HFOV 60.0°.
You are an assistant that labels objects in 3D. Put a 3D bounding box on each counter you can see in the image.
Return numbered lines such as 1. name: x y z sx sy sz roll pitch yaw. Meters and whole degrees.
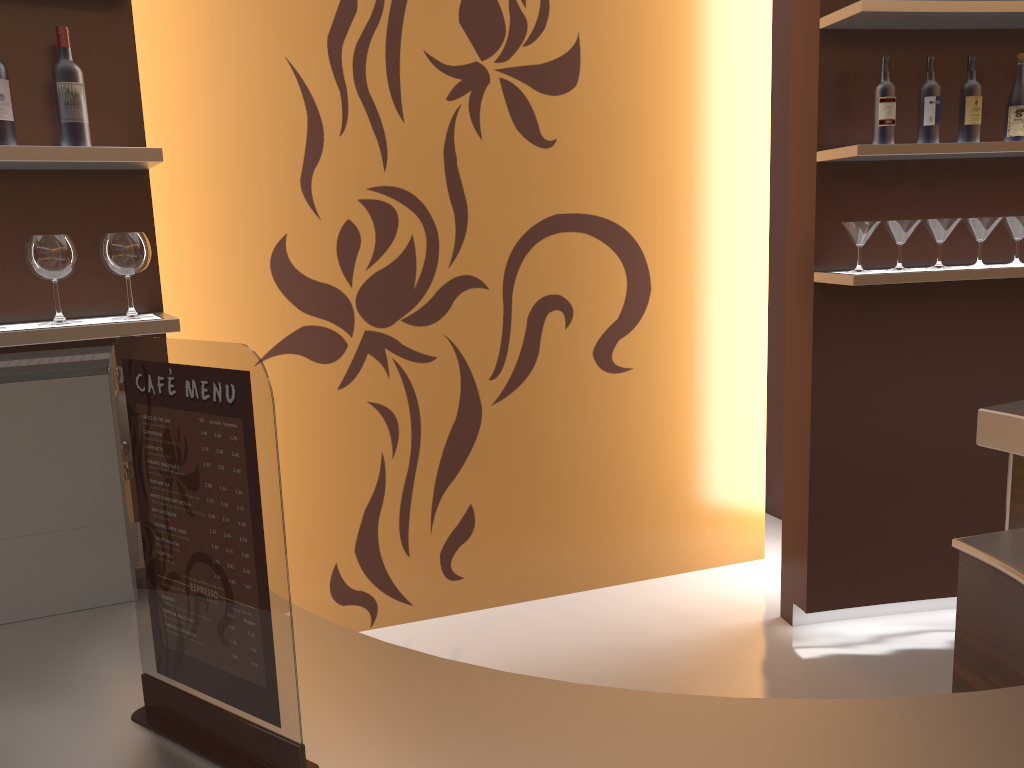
1. counter: 0.664 0.808 1.367 2.917 1.100 1.586 -6 11 -22

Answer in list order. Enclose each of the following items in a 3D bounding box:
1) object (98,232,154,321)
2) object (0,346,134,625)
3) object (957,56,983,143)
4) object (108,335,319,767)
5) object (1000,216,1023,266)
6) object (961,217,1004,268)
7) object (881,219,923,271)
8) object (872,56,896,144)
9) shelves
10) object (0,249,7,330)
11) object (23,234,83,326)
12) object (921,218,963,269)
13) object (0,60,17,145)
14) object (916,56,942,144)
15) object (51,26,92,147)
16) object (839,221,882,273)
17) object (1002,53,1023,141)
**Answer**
1. object: -0.996 -0.280 2.299 0.125 0.221 0.125 -11 14 -42
2. object: -0.650 0.129 1.340 0.373 0.340 0.270 -6 11 -22
3. object: 1.580 -0.974 3.058 0.073 0.297 0.073 1 11 19
4. object: -0.306 0.162 0.869 0.258 0.414 0.052 5 12 35
5. object: 1.811 -0.512 3.176 0.137 0.174 0.137 -3 10 -3
6. object: 1.666 -0.503 3.154 0.137 0.174 0.137 -3 10 -3
7. object: 1.361 -0.486 3.109 0.137 0.174 0.137 -4 10 -13
8. object: 1.259 -0.952 2.999 0.073 0.297 0.073 -8 11 -30
9. shelves: 0.111 -0.667 2.496 4.744 0.902 0.586 -6 11 -20
10. object: -1.285 -0.239 2.126 0.125 0.221 0.125 -11 14 -42
11. object: -1.144 -0.260 2.219 0.125 0.221 0.125 -11 14 -42
12. object: 1.513 -0.496 3.136 0.137 0.174 0.137 -3 10 -3
13. object: -1.227 -0.702 2.095 0.073 0.297 0.073 1 11 19
14. object: 1.427 -0.963 3.031 0.073 0.297 0.073 -8 11 -30
15. object: -1.087 -0.722 2.180 0.073 0.297 0.073 4 12 31
16. object: 1.208 -0.476 3.083 0.137 0.174 0.137 -4 10 -13
17. object: 1.764 -0.991 3.087 0.086 0.303 0.086 -1 10 6
